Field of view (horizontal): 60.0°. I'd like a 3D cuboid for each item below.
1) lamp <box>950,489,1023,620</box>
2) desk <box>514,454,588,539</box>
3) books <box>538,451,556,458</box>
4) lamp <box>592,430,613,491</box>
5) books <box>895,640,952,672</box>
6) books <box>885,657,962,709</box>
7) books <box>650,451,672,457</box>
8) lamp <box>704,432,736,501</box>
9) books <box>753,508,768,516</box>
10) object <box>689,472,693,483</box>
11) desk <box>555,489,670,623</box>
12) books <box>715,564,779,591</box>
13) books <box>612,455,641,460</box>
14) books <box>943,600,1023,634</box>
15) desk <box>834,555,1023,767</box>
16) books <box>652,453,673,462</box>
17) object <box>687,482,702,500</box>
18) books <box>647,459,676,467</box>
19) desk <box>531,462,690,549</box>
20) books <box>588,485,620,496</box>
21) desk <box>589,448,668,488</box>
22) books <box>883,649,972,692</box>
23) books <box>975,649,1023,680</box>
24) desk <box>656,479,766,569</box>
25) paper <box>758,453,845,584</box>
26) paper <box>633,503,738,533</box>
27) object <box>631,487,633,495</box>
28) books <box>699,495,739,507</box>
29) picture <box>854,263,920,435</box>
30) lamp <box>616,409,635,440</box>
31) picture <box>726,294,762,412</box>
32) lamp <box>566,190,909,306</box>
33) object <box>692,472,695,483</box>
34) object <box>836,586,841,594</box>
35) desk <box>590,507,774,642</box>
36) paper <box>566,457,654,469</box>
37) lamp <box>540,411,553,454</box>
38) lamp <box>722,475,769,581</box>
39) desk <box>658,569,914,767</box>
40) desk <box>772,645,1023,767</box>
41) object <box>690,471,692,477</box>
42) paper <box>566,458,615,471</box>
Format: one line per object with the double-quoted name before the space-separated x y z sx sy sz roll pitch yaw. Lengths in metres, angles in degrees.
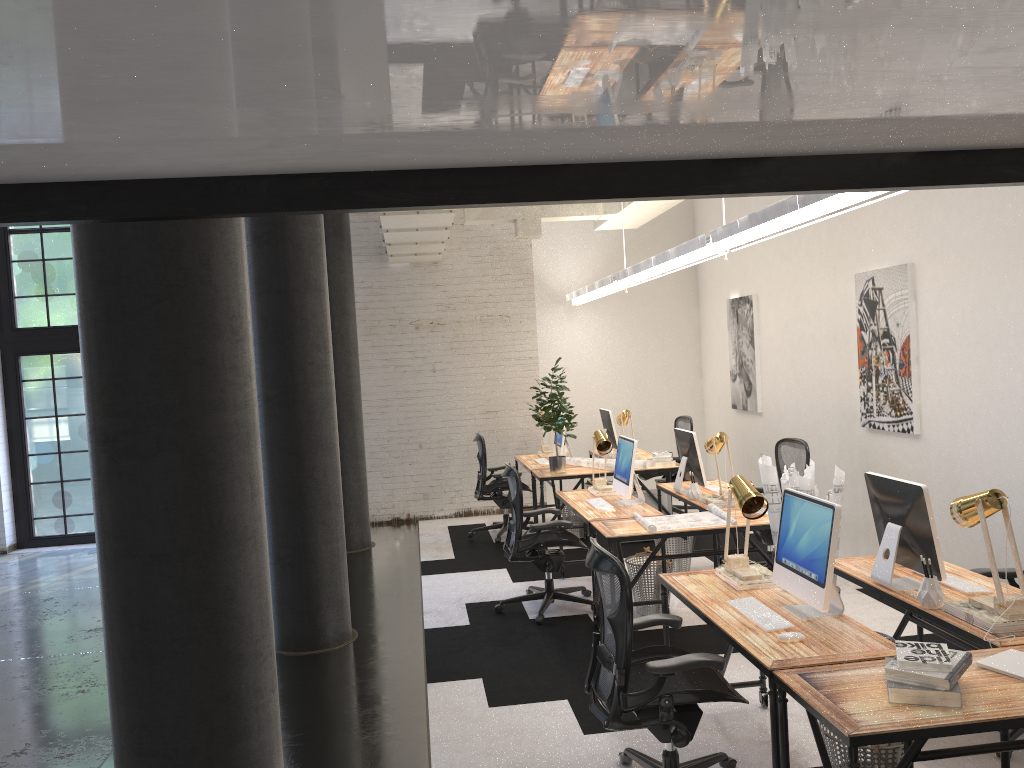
"lamp" 1.863 0.636 3.462 0.127 0.470 0.344 -4 2 -6
"desk" 0.386 1.162 9.310 0.529 0.725 1.400 -4 2 -6
"books" 0.414 0.765 9.722 0.225 0.038 0.308 -4 2 -6
"lamp" 0.708 0.599 6.998 0.127 0.470 0.344 -4 2 -6
"books" 1.298 0.858 2.802 0.153 0.030 0.185 -3 2 22
"books" 1.290 0.938 2.794 0.200 0.050 0.271 -3 2 21
"books" 1.409 0.662 8.392 0.153 0.030 0.185 -4 2 -8
"lamp" 1.489 0.572 6.333 0.127 0.470 0.344 -4 2 -6
"books" 1.722 0.838 5.794 0.243 0.019 0.205 -2 2 31
"object" 1.325 0.745 6.479 0.054 0.207 0.008 -4 3 -19
"desk" 0.716 1.244 6.650 0.529 0.725 1.400 -4 2 -6
"books" 1.117 0.910 4.191 0.225 0.038 0.308 -4 2 -6
"books" 1.153 0.744 8.951 0.225 0.038 0.308 -4 2 -6
"books" 1.856 0.889 3.420 0.225 0.038 0.308 -4 2 -6
"desk" 1.930 1.255 3.866 0.529 0.725 1.400 -4 2 -6
"books" 1.426 0.693 8.394 0.193 0.044 0.257 -3 2 11
"object" 1.337 0.786 6.492 0.101 0.127 0.101 -2 3 39
"books" 1.408 0.741 8.379 0.200 0.050 0.271 -4 2 -9
"desk" 0.922 1.157 8.390 1.400 0.725 0.529 -4 2 -6
"books" 0.744 0.847 7.062 0.225 0.038 0.308 -4 2 -6
"desk" 1.226 1.109 9.397 0.529 0.725 1.400 -4 2 -6
"books" 1.313 0.889 2.796 0.193 0.044 0.257 -2 2 41
"books" 1.690 0.927 2.898 0.205 0.019 0.243 -4 2 -29
"desk" 1.556 1.191 6.738 0.529 0.725 1.400 -4 2 -6
"paper" 1.715 0.990 5.221 0.412 1.199 0.440 -5 3 -28
"paper" 1.106 0.862 5.729 0.625 0.061 0.567 -4 2 -9
"object" 0.885 0.801 6.858 0.101 0.127 0.101 -2 3 39
"books" 1.483 0.826 6.291 0.225 0.038 0.308 -4 2 -6
"picture" 2.736 -0.249 6.490 0.049 1.184 0.731 -4 2 -6
"lamp" 1.160 0.490 8.993 0.126 0.470 0.344 -4 2 -6
"picture" 2.419 -0.313 9.255 0.049 1.184 0.731 -4 2 -6
"lamp" 1.060 -2.200 6.486 0.226 2.866 7.298 -4 2 -6
"object" 1.337 0.744 6.476 0.054 0.207 0.008 -6 3 -41
"object" 1.755 1.401 5.222 0.353 0.399 0.353 -2 3 39
"desk" 1.252 1.239 5.730 1.400 0.725 0.529 -4 2 -6
"paper" 0.892 0.750 8.526 0.083 0.082 1.134 -5 3 -42
"lamp" 0.376 0.517 9.657 0.126 0.470 0.344 -4 2 -6
"lamp" 1.080 0.663 4.126 0.126 0.470 0.344 -4 2 -6
"desk" 1.089 1.308 3.779 0.529 0.725 1.400 -4 2 -6
"desk" 1.626 1.303 2.859 1.400 0.725 0.529 -4 2 -6
"object" 1.326 0.743 6.503 0.008 0.207 0.054 -5 3 -23
"paper" 0.726 0.760 8.508 0.083 0.082 1.134 -5 2 -32
